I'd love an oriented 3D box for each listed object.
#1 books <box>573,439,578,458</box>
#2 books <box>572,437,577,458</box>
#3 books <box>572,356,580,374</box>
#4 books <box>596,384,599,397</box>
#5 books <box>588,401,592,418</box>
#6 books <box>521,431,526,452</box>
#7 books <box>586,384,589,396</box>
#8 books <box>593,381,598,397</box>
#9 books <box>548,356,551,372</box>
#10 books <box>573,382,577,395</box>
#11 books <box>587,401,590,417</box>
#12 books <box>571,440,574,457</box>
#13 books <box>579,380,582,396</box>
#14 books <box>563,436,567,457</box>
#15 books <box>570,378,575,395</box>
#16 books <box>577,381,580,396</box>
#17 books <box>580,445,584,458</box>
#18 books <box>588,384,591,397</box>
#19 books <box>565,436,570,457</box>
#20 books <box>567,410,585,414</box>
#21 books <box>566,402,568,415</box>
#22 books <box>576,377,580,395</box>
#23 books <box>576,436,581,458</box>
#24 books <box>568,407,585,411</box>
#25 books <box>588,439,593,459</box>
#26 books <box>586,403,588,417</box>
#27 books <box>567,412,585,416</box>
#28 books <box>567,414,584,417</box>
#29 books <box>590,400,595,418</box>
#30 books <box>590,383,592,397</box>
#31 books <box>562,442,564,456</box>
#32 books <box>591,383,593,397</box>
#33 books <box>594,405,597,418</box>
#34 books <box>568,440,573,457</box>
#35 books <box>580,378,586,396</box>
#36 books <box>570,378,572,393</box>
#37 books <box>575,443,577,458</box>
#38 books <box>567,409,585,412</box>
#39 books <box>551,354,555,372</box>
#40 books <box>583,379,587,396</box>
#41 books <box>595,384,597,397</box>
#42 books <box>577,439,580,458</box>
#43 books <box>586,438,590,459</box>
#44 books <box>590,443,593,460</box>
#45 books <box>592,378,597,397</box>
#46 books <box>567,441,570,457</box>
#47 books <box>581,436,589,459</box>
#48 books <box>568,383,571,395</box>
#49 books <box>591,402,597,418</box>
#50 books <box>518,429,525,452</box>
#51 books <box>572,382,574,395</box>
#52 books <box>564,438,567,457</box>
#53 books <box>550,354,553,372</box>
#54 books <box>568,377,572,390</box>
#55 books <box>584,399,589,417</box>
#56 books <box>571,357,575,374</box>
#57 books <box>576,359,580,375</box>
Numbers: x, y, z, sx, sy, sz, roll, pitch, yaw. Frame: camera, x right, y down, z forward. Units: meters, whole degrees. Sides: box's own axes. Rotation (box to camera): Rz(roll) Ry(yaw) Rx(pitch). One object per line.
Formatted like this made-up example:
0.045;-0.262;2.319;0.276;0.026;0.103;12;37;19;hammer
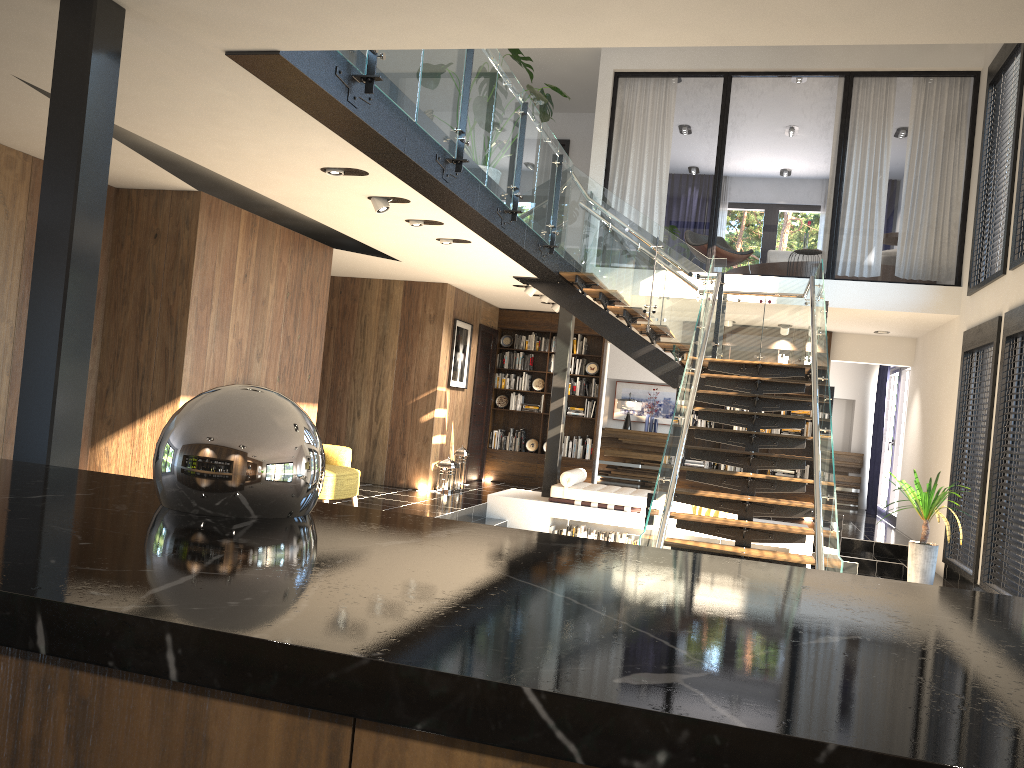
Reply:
0.973;0.983;13.541;0.029;0.286;0.138;5;-1;15;books
0.954;0.963;13.542;0.012;0.322;0.177;5;-1;15;books
0.984;-0.287;13.601;0.049;0.286;0.259;5;-1;15;books
1.304;0.107;13.454;0.026;0.196;0.170;5;-1;15;books
1.210;0.388;13.543;0.038;0.257;0.138;5;-1;15;books
0.179;0.895;13.762;0.042;0.315;0.193;5;-1;15;books
1.153;0.094;13.528;0.060;0.196;0.119;5;-1;15;books
1.269;0.079;13.488;0.018;0.246;0.144;5;-1;15;books
0.604;-0.299;13.746;0.028;0.242;0.194;5;-1;15;books
0.975;0.077;13.538;0.032;0.195;0.183;5;-1;15;books
1.173;0.389;13.510;0.014;0.246;0.192;5;-1;15;books
0.939;0.994;13.570;0.025;0.260;0.114;5;-1;15;books
1.060;0.064;13.551;0.030;0.239;0.146;5;-1;15;books
0.816;0.953;13.605;0.019;0.317;0.122;5;-1;15;books
0.930;0.044;13.559;0.021;0.253;0.167;5;-1;15;books
1.026;0.070;13.535;0.027;0.219;0.139;5;-1;15;books
1.070;1.038;13.541;0.032;0.195;0.134;5;-1;15;books
1.192;0.100;13.508;0.026;0.190;0.121;5;-1;15;books
0.849;0.954;13.581;0.019;0.321;0.161;5;-1;15;books
0.986;0.432;13.583;0.263;0.030;0.159;5;-1;12;books
0.823;0.377;13.607;0.036;0.206;0.215;5;-1;15;books
1.010;0.038;13.552;0.020;0.281;0.153;5;-1;15;books
1.017;0.964;13.526;0.016;0.332;0.195;5;-1;15;books
0.995;0.383;13.597;0.239;0.031;0.147;5;-1;15;books
1.194;0.993;13.479;0.029;0.306;0.149;5;-1;15;books
1.163;0.399;13.546;0.024;0.226;0.141;5;-1;15;books
0.981;0.460;13.574;0.271;0.028;0.174;5;-1;11;books
0.982;0.485;13.585;0.245;0.021;0.159;5;-1;17;books
1.223;0.383;13.491;0.013;0.267;0.177;5;-1;15;books
1.211;0.092;13.484;0.020;0.209;0.147;5;-1;15;books
0.786;1.002;13.612;0.034;0.215;0.105;5;-1;15;books
1.237;0.060;13.494;0.018;0.278;0.114;5;-1;15;books
1.288;0.421;13.498;0.021;0.204;0.169;5;-1;15;books
0.905;0.992;13.565;0.037;0.255;0.145;5;-1;15;books
1.090;0.047;13.527;0.037;0.276;0.179;5;-1;15;books
0.916;0.043;13.572;0.014;0.253;0.169;5;-1;15;books
1.000;1.004;13.549;0.022;0.250;0.144;5;-1;15;books
0.990;0.408;13.589;0.266;0.019;0.157;5;-1;17;books
0.647;-0.313;13.714;0.016;0.278;0.209;5;-1;15;books
1.113;0.056;13.513;0.016;0.262;0.155;5;-1;15;books
1.285;0.104;13.476;0.023;0.200;0.121;5;-1;15;books
1.032;0.985;13.521;0.018;0.292;0.191;5;-1;15;books
1.165;0.986;13.494;0.035;0.314;0.168;5;-1;15;books
1.221;1.026;13.481;0.029;0.247;0.139;5;-1;15;books
1.248;0.061;13.472;0.016;0.278;0.202;5;-1;15;books
0.876;0.993;13.593;0.033;0.250;0.115;5;-1;15;books
1.118;0.962;13.503;0.065;0.354;0.164;5;-1;15;books
0.894;0.078;13.583;0.028;0.180;0.130;5;-1;15;books
1.250;0.392;13.479;0.047;0.253;0.210;5;-1;15;books
0.146;0.871;13.748;0.019;0.356;0.235;5;-1;15;books
0.955;0.074;13.573;0.026;0.200;0.154;5;-1;15;books
0.833;0.969;13.601;0.019;0.289;0.145;5;-1;15;books
0.625;-0.316;13.714;0.027;0.279;0.166;5;-1;15;books
0.874;0.030;13.585;0.019;0.272;0.176;5;-1;15;books
1.141;0.370;13.529;0.014;0.279;0.202;5;-1;15;books
0.953;-0.279;13.626;0.023;0.264;0.219;5;-1;15;books
1.018;-0.258;13.592;0.025;0.235;0.232;5;-1;15;books
